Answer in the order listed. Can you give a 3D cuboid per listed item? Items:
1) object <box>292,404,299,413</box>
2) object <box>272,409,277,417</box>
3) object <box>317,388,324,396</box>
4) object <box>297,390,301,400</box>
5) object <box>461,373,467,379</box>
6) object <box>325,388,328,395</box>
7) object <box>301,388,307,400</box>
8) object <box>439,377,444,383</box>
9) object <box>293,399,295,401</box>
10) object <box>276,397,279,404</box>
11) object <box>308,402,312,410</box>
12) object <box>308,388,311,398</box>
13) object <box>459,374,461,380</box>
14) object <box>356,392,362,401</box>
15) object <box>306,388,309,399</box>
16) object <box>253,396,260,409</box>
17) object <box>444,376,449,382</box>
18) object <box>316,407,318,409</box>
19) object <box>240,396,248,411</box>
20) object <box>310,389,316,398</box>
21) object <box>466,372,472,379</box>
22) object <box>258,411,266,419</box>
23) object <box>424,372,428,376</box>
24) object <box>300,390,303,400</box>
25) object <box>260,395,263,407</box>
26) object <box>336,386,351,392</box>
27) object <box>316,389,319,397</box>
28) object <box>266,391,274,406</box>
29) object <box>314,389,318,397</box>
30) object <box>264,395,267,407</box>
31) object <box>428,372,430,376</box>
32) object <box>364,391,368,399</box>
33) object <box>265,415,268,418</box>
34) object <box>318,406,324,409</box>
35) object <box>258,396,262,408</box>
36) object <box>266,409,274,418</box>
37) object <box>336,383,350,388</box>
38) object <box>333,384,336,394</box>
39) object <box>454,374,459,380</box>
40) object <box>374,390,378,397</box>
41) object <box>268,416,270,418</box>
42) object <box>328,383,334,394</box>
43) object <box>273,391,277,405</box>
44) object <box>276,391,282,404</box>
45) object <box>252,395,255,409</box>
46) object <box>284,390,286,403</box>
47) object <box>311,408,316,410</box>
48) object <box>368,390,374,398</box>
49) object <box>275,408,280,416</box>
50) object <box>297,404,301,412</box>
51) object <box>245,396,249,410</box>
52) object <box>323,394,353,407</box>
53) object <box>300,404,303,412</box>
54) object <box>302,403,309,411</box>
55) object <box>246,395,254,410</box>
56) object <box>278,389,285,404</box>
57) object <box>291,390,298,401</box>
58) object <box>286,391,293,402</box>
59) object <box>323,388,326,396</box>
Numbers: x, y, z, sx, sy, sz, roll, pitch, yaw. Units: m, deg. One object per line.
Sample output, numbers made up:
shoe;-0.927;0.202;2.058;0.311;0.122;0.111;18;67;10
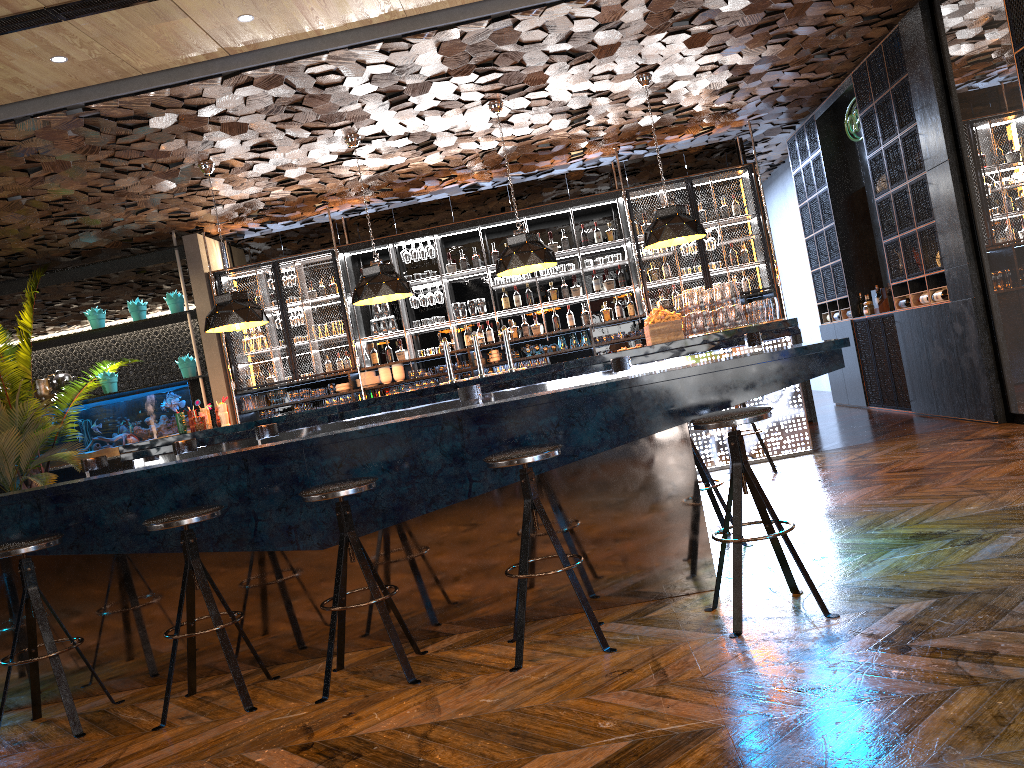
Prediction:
object;-2.636;0.366;10.831;0.088;0.229;0.077;-11;0;17
object;-2.946;0.425;10.971;0.091;0.227;0.091;-11;0;-33
object;-2.333;0.101;10.811;0.078;0.099;0.078;-11;0;-29
object;-2.648;0.143;10.969;0.081;0.132;0.081;-11;0;-24
object;-0.565;-0.020;10.796;0.071;0.217;0.071;-11;0;12
object;-2.344;0.103;11.080;0.078;0.099;0.078;-11;0;-29
object;-2.539;0.124;10.830;0.074;0.131;0.074;-11;0;16
object;-0.839;0.028;10.768;0.071;0.226;0.071;-11;0;-24
object;-2.722;0.156;11.052;0.081;0.132;0.081;-11;0;-24
object;-2.932;0.177;11.087;0.087;0.170;0.087;-11;0;-36
object;-2.520;0.343;11.034;0.088;0.229;0.077;-11;0;5
object;-2.526;0.121;11.003;0.074;0.131;0.074;-11;0;16
object;-0.648;-0.005;10.855;0.092;0.218;0.092;-11;0;-36
object;-1.850;0.217;10.816;0.073;0.229;0.073;-11;0;-8
object;-2.531;0.122;10.917;0.074;0.131;0.074;-11;0;16
object;-3.136;0.224;10.876;0.051;0.152;0.058;-11;0;9
object;-0.770;0.015;10.723;0.071;0.226;0.071;-11;0;-24
object;-2.419;0.366;10.976;0.065;0.146;0.074;-11;0;16
object;-3.296;0.243;10.893;0.067;0.174;0.067;-11;0;12
object;-2.430;0.118;10.825;0.078;0.103;0.078;-11;0;-43
object;-0.506;-0.031;10.753;0.071;0.217;0.071;-11;0;12
object;-3.047;0.444;10.876;0.091;0.227;0.091;-11;0;-34
object;-1.048;-0.117;10.776;0.044;0.048;0.049;-11;0;-44
object;-2.637;0.140;11.098;0.081;0.132;0.081;-11;0;-24
object;-3.120;0.221;10.995;0.058;0.152;0.051;-11;0;-35
object;-2.053;0.066;10.866;0.211;0.060;0.209;-11;0;-37
object;-2.359;0.106;10.904;0.078;0.099;0.078;-11;0;-29
object;-2.947;0.181;10.851;0.087;0.170;0.087;-11;0;-36
object;-2.444;0.120;11.001;0.078;0.103;0.078;-11;0;-43
object;-3.118;0.220;11.171;0.051;0.152;0.058;-11;0;-36
object;-1.035;-0.119;10.882;0.049;0.048;0.044;-11;0;-9
object;-1.786;0.205;10.883;0.073;0.229;0.073;-11;0;-8
object;-3.038;0.442;10.984;0.091;0.227;0.091;-11;0;43
object;-2.330;0.350;10.870;0.074;0.146;0.065;-11;0;-2
object;-3.128;0.223;10.935;0.058;0.152;0.051;-11;0;8
object;-2.955;0.427;10.868;0.091;0.227;0.091;-11;0;26
object;-2.059;0.026;10.865;0.209;0.060;0.211;-11;0;-42
object;-2.236;0.066;11.075;0.074;0.131;0.074;-11;0;16
object;-0.670;0.000;10.748;0.092;0.218;0.092;-11;0;-36
object;-1.656;0.180;10.893;0.073;0.229;0.073;-11;0;-8
object;-3.037;0.441;11.118;0.091;0.227;0.091;-11;0;7
object;-2.218;0.063;10.896;0.074;0.131;0.074;-11;0;16
object;-2.940;0.179;10.969;0.087;0.170;0.087;-11;0;-36
object;-2.854;0.163;10.925;0.087;0.170;0.087;-11;0;-36
object;-3.220;0.228;10.977;0.067;0.174;0.067;-11;0;29
object;-2.845;0.161;11.070;0.087;0.170;0.087;-11;0;-36
object;-2.424;0.368;10.872;0.074;0.146;0.065;-11;0;-20
object;-1.705;0.190;10.827;0.073;0.229;0.073;-11;0;-8
object;-2.935;0.422;11.088;0.091;0.227;0.091;-11;0;-33
object;-2.630;0.364;10.922;0.088;0.229;0.077;-11;0;-37
object;-3.289;0.241;10.968;0.067;0.174;0.067;-11;0;44
object;-2.111;0.268;10.898;0.376;0.227;0.186;-11;0;2
object;-2.629;0.364;11.004;0.077;0.229;0.088;-11;0;19
object;-2.531;0.346;10.912;0.088;0.229;0.077;-11;0;3
object;-3.218;0.228;10.900;0.067;0.174;0.067;-11;0;43
object;-2.799;0.153;10.830;0.087;0.170;0.087;-11;0;-36
object;-2.652;0.144;10.849;0.081;0.132;0.081;-11;0;-24
object;-2.731;0.159;10.906;0.081;0.132;0.081;-11;0;-24
object;-2.353;0.105;10.996;0.078;0.099;0.078;-11;0;-29
